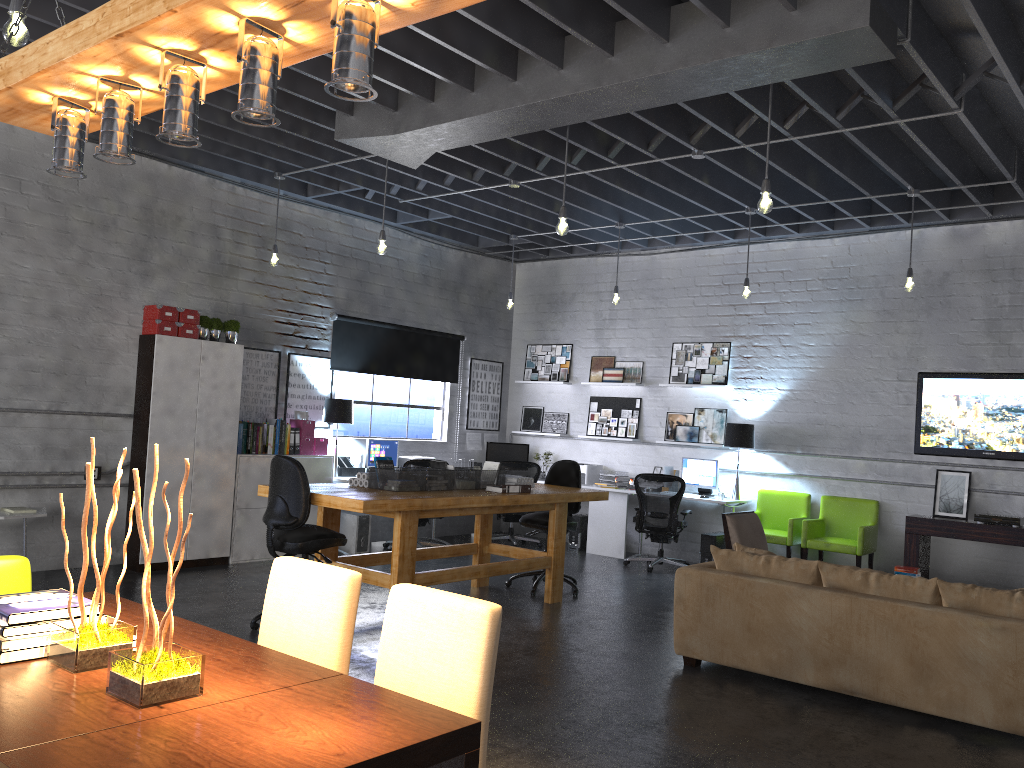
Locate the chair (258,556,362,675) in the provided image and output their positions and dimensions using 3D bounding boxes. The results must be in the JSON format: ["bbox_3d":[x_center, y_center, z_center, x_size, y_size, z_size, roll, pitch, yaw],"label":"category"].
[{"bbox_3d":[-0.851,1.055,2.733,0.491,0.958,0.616,2,-2,39],"label":"chair"}]

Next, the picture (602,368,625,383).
[{"bbox_3d":[1.253,-0.104,11.003,0.311,0.196,0.029,2,-2,39],"label":"picture"}]

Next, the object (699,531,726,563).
[{"bbox_3d":[2.222,1.829,9.623,0.180,0.411,0.476,2,-3,39],"label":"object"}]

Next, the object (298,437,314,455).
[{"bbox_3d":[-2.169,0.633,9.110,0.213,0.177,0.161,2,-3,39],"label":"object"}]

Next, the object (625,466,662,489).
[{"bbox_3d":[1.600,1.106,10.423,0.405,0.280,0.400,2,-3,39],"label":"object"}]

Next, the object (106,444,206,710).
[{"bbox_3d":[-0.808,0.435,2.072,0.180,0.583,0.156,2,-2,39],"label":"object"}]

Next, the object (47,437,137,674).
[{"bbox_3d":[-1.083,0.428,2.296,0.156,0.583,0.185,2,-2,39],"label":"object"}]

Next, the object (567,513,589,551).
[{"bbox_3d":[0.889,1.802,10.813,0.180,0.411,0.476,2,-3,39],"label":"object"}]

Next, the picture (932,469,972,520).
[{"bbox_3d":[4.211,1.054,8.487,0.308,0.456,0.092,2,-2,39],"label":"picture"}]

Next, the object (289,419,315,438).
[{"bbox_3d":[-2.158,0.457,9.115,0.214,0.177,0.161,2,-3,39],"label":"object"}]

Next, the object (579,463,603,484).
[{"bbox_3d":[0.890,1.112,11.015,0.351,0.235,0.351,2,-3,39],"label":"object"}]

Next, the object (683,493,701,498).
[{"bbox_3d":[1.862,1.221,9.822,0.422,0.028,0.181,2,-3,34],"label":"object"}]

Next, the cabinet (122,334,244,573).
[{"bbox_3d":[-2.958,0.622,8.028,0.291,2.046,0.874,2,-2,39],"label":"cabinet"}]

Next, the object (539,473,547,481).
[{"bbox_3d":[0.380,1.163,11.129,0.279,0.081,0.412,3,-3,9],"label":"object"}]

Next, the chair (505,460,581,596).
[{"bbox_3d":[0.349,1.261,7.939,0.658,1.164,0.687,2,-2,37],"label":"chair"}]

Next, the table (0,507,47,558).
[{"bbox_3d":[-4.139,1.250,6.726,0.517,0.532,1.337,2,-3,39],"label":"table"}]

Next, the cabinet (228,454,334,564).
[{"bbox_3d":[-2.412,1.208,8.879,0.465,1.020,1.152,2,-3,39],"label":"cabinet"}]

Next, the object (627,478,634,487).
[{"bbox_3d":[1.427,1.183,10.620,0.093,0.116,0.067,2,-2,39],"label":"object"}]

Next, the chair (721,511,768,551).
[{"bbox_3d":[2.137,1.498,7.186,0.724,0.842,0.575,2,-3,39],"label":"chair"}]

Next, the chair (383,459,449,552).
[{"bbox_3d":[-1.073,1.323,9.733,0.752,1.031,0.732,2,-3,43],"label":"chair"}]

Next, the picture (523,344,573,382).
[{"bbox_3d":[0.468,-0.275,11.669,0.749,0.503,0.058,2,-2,39],"label":"picture"}]

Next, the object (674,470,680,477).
[{"bbox_3d":[1.831,1.122,10.227,0.087,0.259,0.237,2,-2,39],"label":"object"}]

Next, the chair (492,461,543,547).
[{"bbox_3d":[-0.020,1.433,10.751,0.732,1.031,0.753,4,-2,-27],"label":"chair"}]

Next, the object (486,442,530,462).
[{"bbox_3d":[-0.068,0.985,11.620,0.560,0.427,0.147,4,-2,-14],"label":"object"}]

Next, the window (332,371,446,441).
[{"bbox_3d":[-1.428,0.045,10.531,0.030,1.219,1.823,2,-3,39],"label":"window"}]

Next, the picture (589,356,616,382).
[{"bbox_3d":[1.130,-0.179,11.133,0.355,0.342,0.042,2,-2,39],"label":"picture"}]

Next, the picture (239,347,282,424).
[{"bbox_3d":[-2.606,0.029,8.938,0.020,0.780,0.607,2,-2,39],"label":"picture"}]

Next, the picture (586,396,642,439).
[{"bbox_3d":[1.254,0.411,10.975,0.749,0.503,0.058,2,-2,39],"label":"picture"}]

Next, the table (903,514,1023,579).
[{"bbox_3d":[4.381,1.687,8.106,1.410,0.819,0.404,2,-3,39],"label":"table"}]

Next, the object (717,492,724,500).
[{"bbox_3d":[2.229,1.201,9.489,0.069,0.083,0.090,2,-3,38],"label":"object"}]

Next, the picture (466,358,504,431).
[{"bbox_3d":[-0.353,0.149,11.703,0.020,0.934,0.659,2,-2,39],"label":"picture"}]

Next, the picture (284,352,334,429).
[{"bbox_3d":[-2.165,0.080,9.481,0.020,0.780,0.607,2,-2,39],"label":"picture"}]

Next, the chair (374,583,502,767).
[{"bbox_3d":[-0.396,1.066,2.362,0.491,0.958,0.616,2,-2,39],"label":"chair"}]

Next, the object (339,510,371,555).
[{"bbox_3d":[-1.746,1.581,9.468,0.478,0.411,0.200,2,-3,39],"label":"object"}]

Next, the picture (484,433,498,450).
[{"bbox_3d":[-0.270,0.774,11.820,0.036,0.221,0.289,2,-3,39],"label":"picture"}]

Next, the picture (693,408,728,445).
[{"bbox_3d":[2.261,0.482,10.157,0.409,0.408,0.048,2,-2,39],"label":"picture"}]

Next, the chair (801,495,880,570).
[{"bbox_3d":[3.299,1.608,8.918,0.611,0.920,0.516,2,-2,39],"label":"chair"}]

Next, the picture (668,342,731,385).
[{"bbox_3d":[2.170,-0.235,10.279,0.749,0.503,0.058,2,-2,39],"label":"picture"}]

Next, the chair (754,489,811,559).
[{"bbox_3d":[2.761,1.595,9.357,0.611,0.920,0.516,2,-2,39],"label":"chair"}]

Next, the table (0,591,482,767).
[{"bbox_3d":[-1.059,1.111,2.253,1.800,0.780,0.854,1,-3,39],"label":"table"}]

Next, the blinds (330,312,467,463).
[{"bbox_3d":[-1.328,0.108,10.444,0.100,1.631,2.121,2,-3,39],"label":"blinds"}]

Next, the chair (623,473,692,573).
[{"bbox_3d":[1.600,1.481,9.626,0.732,1.031,0.753,3,-2,8],"label":"chair"}]

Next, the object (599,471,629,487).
[{"bbox_3d":[1.233,1.147,10.726,0.229,0.180,0.316,2,-3,39],"label":"object"}]

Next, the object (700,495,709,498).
[{"bbox_3d":[2.089,1.222,9.631,0.114,0.036,0.058,5,-3,-36],"label":"object"}]

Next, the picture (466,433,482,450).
[{"bbox_3d":[-0.489,0.749,11.551,0.036,0.221,0.289,2,-3,39],"label":"picture"}]

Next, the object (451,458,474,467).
[{"bbox_3d":[-0.637,1.038,11.095,0.324,0.208,0.233,2,-3,39],"label":"object"}]

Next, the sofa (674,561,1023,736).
[{"bbox_3d":[2.251,1.526,5.305,2.329,0.628,1.105,1,-3,39],"label":"sofa"}]

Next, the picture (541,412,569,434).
[{"bbox_3d":[0.560,0.508,11.540,0.409,0.277,0.036,2,-2,39],"label":"picture"}]

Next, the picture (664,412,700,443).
[{"bbox_3d":[1.993,0.507,10.362,0.452,0.345,0.054,2,-2,39],"label":"picture"}]

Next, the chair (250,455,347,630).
[{"bbox_3d":[-1.414,1.070,6.072,0.658,1.164,0.687,2,-2,37],"label":"chair"}]

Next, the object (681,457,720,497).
[{"bbox_3d":[2.141,1.050,9.979,0.465,0.417,0.212,1,-3,44],"label":"object"}]

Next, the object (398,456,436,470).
[{"bbox_3d":[-1.045,0.971,10.444,0.485,0.230,0.420,2,-3,39],"label":"object"}]

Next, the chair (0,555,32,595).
[{"bbox_3d":[-1.681,1.045,2.792,0.608,0.908,0.637,2,-2,39],"label":"chair"}]

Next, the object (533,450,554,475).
[{"bbox_3d":[0.393,1.039,11.468,0.297,0.362,0.271,4,-2,-6],"label":"object"}]

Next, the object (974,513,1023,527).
[{"bbox_3d":[4.444,1.238,8.077,0.370,0.082,0.266,1,-3,39],"label":"object"}]

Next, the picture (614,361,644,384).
[{"bbox_3d":[1.424,-0.139,10.886,0.409,0.277,0.036,2,-2,39],"label":"picture"}]

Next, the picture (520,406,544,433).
[{"bbox_3d":[0.265,0.468,11.786,0.355,0.342,0.042,2,-2,39],"label":"picture"}]
